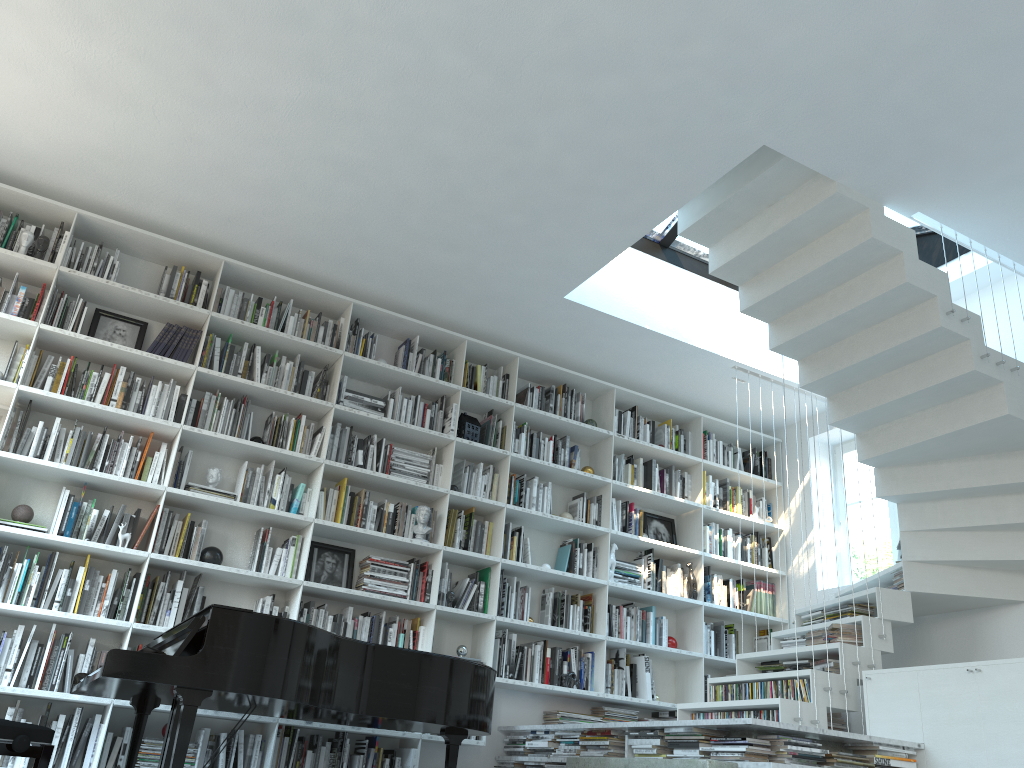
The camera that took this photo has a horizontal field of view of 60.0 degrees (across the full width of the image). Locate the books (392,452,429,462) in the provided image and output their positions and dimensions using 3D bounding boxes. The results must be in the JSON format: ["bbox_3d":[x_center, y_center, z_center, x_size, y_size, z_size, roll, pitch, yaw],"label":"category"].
[{"bbox_3d":[-0.696,0.504,5.862,0.254,0.012,0.161,16,-27,-23],"label":"books"}]

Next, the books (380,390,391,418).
[{"bbox_3d":[-0.856,0.180,5.883,0.012,0.253,0.161,17,-27,-25],"label":"books"}]

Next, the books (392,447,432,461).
[{"bbox_3d":[-0.690,0.480,5.866,0.285,0.012,0.160,20,-28,-29],"label":"books"}]

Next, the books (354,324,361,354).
[{"bbox_3d":[-1.065,-0.243,5.932,0.010,0.295,0.153,17,-27,-25],"label":"books"}]

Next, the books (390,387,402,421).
[{"bbox_3d":[-0.794,0.177,5.902,0.011,0.283,0.190,17,-27,-25],"label":"books"}]

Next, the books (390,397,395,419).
[{"bbox_3d":[-0.832,0.213,5.915,0.024,0.222,0.129,17,-27,-25],"label":"books"}]

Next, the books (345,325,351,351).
[{"bbox_3d":[-1.130,-0.250,5.878,0.026,0.252,0.186,17,-27,-25],"label":"books"}]

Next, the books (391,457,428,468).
[{"bbox_3d":[-0.699,0.539,5.846,0.254,0.012,0.161,16,-27,-23],"label":"books"}]

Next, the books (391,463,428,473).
[{"bbox_3d":[-0.703,0.573,5.833,0.254,0.012,0.161,17,-27,-24],"label":"books"}]

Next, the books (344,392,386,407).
[{"bbox_3d":[-0.993,0.124,5.833,0.285,0.024,0.160,16,-27,-23],"label":"books"}]

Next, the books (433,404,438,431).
[{"bbox_3d":[-0.557,0.273,6.037,0.029,0.260,0.133,17,-27,-25],"label":"books"}]

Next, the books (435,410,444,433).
[{"bbox_3d":[-0.527,0.303,6.025,0.029,0.201,0.192,17,-27,-25],"label":"books"}]

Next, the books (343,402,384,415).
[{"bbox_3d":[-0.999,0.184,5.805,0.285,0.012,0.160,18,-28,-26],"label":"books"}]

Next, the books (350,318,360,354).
[{"bbox_3d":[-1.076,-0.265,5.941,0.014,0.339,0.145,17,-27,-25],"label":"books"}]

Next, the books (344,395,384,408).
[{"bbox_3d":[-0.993,0.145,5.819,0.254,0.025,0.161,19,-28,-28],"label":"books"}]

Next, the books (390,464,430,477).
[{"bbox_3d":[-0.704,0.584,5.829,0.285,0.012,0.160,17,-27,-24],"label":"books"}]

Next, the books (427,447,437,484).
[{"bbox_3d":[-0.553,0.589,5.916,0.012,0.317,0.140,17,-27,-25],"label":"books"}]

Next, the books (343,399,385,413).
[{"bbox_3d":[-0.993,0.166,5.807,0.285,0.024,0.160,15,-26,-20],"label":"books"}]

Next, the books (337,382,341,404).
[{"bbox_3d":[-1.150,0.108,5.741,0.013,0.217,0.141,17,-27,-25],"label":"books"}]

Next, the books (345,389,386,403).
[{"bbox_3d":[-0.993,0.103,5.847,0.285,0.024,0.160,17,-27,-25],"label":"books"}]

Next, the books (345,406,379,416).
[{"bbox_3d":[-1.000,0.205,5.793,0.254,0.012,0.161,19,-28,-27],"label":"books"}]

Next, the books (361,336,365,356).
[{"bbox_3d":[-1.030,-0.194,5.956,0.006,0.232,0.136,17,-27,-25],"label":"books"}]

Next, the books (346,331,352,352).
[{"bbox_3d":[-1.119,-0.226,5.899,0.023,0.227,0.157,17,-27,-25],"label":"books"}]

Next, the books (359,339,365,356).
[{"bbox_3d":[-1.035,-0.188,5.926,0.023,0.194,0.172,17,-27,-25],"label":"books"}]

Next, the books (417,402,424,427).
[{"bbox_3d":[-0.654,0.252,5.965,0.023,0.222,0.191,17,-27,-25],"label":"books"}]

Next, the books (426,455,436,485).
[{"bbox_3d":[-0.559,0.610,5.885,0.012,0.253,0.161,17,-27,-25],"label":"books"}]

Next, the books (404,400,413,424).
[{"bbox_3d":[-0.726,0.236,5.939,0.028,0.218,0.184,17,-27,-25],"label":"books"}]

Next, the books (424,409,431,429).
[{"bbox_3d":[-0.605,0.285,5.984,0.029,0.187,0.176,17,-27,-25],"label":"books"}]

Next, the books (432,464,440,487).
[{"bbox_3d":[-0.538,0.649,5.898,0.030,0.197,0.172,17,-27,-25],"label":"books"}]

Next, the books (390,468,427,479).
[{"bbox_3d":[-0.704,0.605,5.817,0.254,0.012,0.161,16,-27,-23],"label":"books"}]

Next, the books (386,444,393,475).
[{"bbox_3d":[-0.827,0.526,5.747,0.013,0.245,0.177,17,-27,-25],"label":"books"}]

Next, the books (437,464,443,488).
[{"bbox_3d":[-0.515,0.655,5.917,0.030,0.204,0.159,17,-27,-25],"label":"books"}]

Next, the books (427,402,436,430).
[{"bbox_3d":[-0.576,0.265,6.008,0.032,0.247,0.174,17,-27,-25],"label":"books"}]

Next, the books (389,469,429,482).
[{"bbox_3d":[-0.704,0.615,5.810,0.285,0.012,0.160,19,-28,-27],"label":"books"}]

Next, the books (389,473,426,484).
[{"bbox_3d":[-0.709,0.639,5.806,0.254,0.012,0.161,17,-27,-25],"label":"books"}]

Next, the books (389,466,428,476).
[{"bbox_3d":[-0.703,0.594,5.822,0.254,0.012,0.161,18,-28,-26],"label":"books"}]

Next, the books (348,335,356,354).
[{"bbox_3d":[-1.093,-0.208,5.892,0.026,0.193,0.167,17,-27,-25],"label":"books"}]

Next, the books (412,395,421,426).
[{"bbox_3d":[-0.676,0.228,5.972,0.023,0.268,0.185,17,-27,-25],"label":"books"}]

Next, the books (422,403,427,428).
[{"bbox_3d":[-0.623,0.261,5.987,0.012,0.229,0.159,17,-27,-25],"label":"books"}]

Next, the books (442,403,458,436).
[{"bbox_3d":[-0.451,0.284,6.011,0.037,0.236,0.273,17,-27,-25],"label":"books"}]

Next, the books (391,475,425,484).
[{"bbox_3d":[-0.709,0.650,5.799,0.285,0.012,0.160,17,-27,-24],"label":"books"}]

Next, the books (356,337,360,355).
[{"bbox_3d":[-1.065,-0.195,5.928,0.011,0.204,0.146,17,-27,-25],"label":"books"}]

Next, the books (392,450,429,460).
[{"bbox_3d":[-0.697,0.495,5.870,0.254,0.012,0.161,17,-27,-25],"label":"books"}]

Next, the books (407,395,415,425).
[{"bbox_3d":[-0.709,0.226,5.978,0.029,0.272,0.141,17,-27,-25],"label":"books"}]

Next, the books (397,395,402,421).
[{"bbox_3d":[-0.790,0.208,5.912,0.021,0.236,0.172,17,-27,-25],"label":"books"}]

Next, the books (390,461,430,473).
[{"bbox_3d":[-0.699,0.560,5.835,0.285,0.012,0.160,16,-27,-22],"label":"books"}]

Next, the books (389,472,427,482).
[{"bbox_3d":[-0.707,0.627,5.809,0.254,0.012,0.161,18,-27,-26],"label":"books"}]

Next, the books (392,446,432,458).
[{"bbox_3d":[-0.693,0.472,5.877,0.285,0.012,0.160,16,-27,-23],"label":"books"}]

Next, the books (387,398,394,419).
[{"bbox_3d":[-0.840,0.213,5.874,0.025,0.186,0.194,17,-27,-25],"label":"books"}]

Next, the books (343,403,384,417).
[{"bbox_3d":[-0.999,0.194,5.798,0.285,0.012,0.160,19,-28,-27],"label":"books"}]

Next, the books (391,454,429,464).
[{"bbox_3d":[-0.694,0.515,5.851,0.254,0.012,0.161,15,-26,-20],"label":"books"}]

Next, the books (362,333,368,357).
[{"bbox_3d":[-1.014,-0.203,5.953,0.014,0.247,0.139,17,-27,-25],"label":"books"}]

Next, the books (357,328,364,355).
[{"bbox_3d":[-1.040,-0.228,5.923,0.011,0.263,0.164,17,-27,-25],"label":"books"}]

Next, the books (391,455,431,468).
[{"bbox_3d":[-0.699,0.529,5.853,0.285,0.012,0.160,18,-27,-26],"label":"books"}]

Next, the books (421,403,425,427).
[{"bbox_3d":[-0.636,0.260,5.988,0.010,0.229,0.153,17,-27,-25],"label":"books"}]

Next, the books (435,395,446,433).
[{"bbox_3d":[-0.508,0.252,6.068,0.012,0.332,0.156,17,-27,-25],"label":"books"}]

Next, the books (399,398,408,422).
[{"bbox_3d":[-0.759,0.226,5.920,0.027,0.215,0.190,17,-27,-25],"label":"books"}]

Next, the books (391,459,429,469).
[{"bbox_3d":[-0.699,0.549,5.840,0.254,0.012,0.161,19,-28,-27],"label":"books"}]

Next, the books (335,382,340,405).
[{"bbox_3d":[-1.161,0.106,5.718,0.027,0.200,0.168,17,-27,-25],"label":"books"}]
